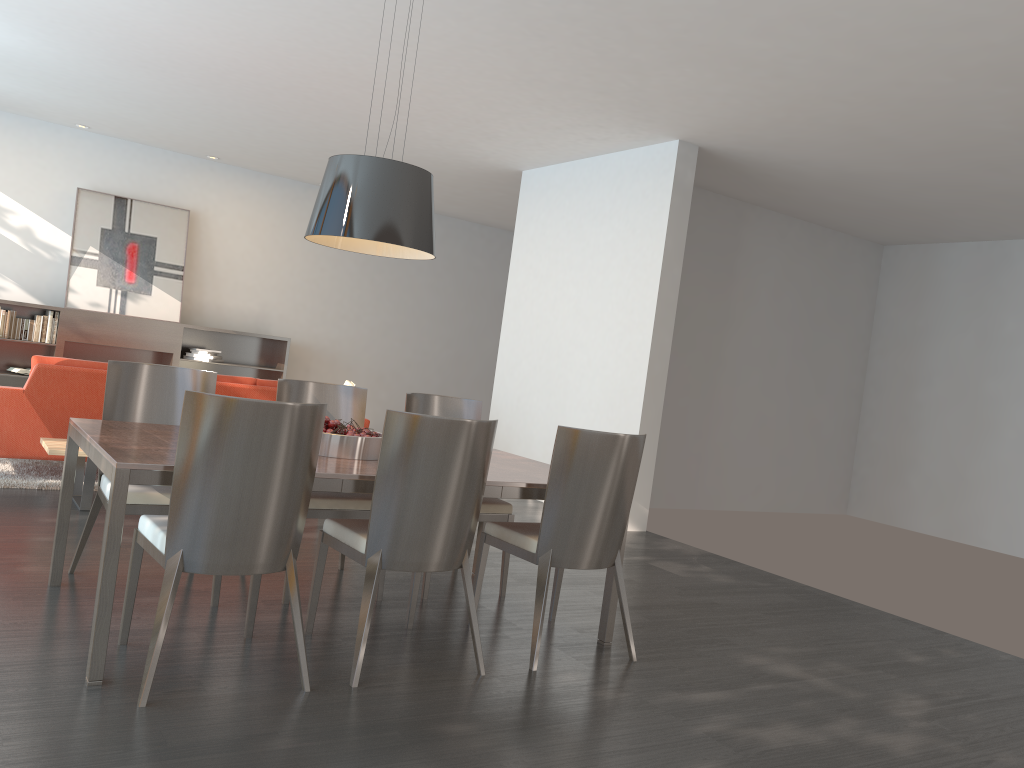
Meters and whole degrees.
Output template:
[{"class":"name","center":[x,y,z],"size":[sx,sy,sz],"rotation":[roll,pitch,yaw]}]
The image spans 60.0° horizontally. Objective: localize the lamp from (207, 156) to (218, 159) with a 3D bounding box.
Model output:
[{"class":"lamp","center":[-3.512,-2.656,10.402],"size":[0.129,0.010,0.129],"rotation":[8,1,12]}]

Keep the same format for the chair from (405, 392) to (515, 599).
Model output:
[{"class":"chair","center":[-0.334,0.564,4.687],"size":[0.548,0.967,0.615],"rotation":[7,1,-33]}]

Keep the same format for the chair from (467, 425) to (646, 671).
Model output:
[{"class":"chair","center":[0.226,0.655,3.864],"size":[0.548,0.967,0.615],"rotation":[7,1,-33]}]

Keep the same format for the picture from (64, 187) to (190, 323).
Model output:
[{"class":"picture","center":[-4.311,-1.430,10.000],"size":[1.208,1.338,0.269],"rotation":[7,1,-33]}]

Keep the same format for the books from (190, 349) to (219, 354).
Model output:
[{"class":"books","center":[-3.572,-0.373,10.311],"size":[0.210,0.020,0.300],"rotation":[8,1,7]}]

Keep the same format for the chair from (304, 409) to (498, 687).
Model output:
[{"class":"chair","center":[-0.408,0.577,3.444],"size":[0.548,0.967,0.615],"rotation":[7,1,-33]}]

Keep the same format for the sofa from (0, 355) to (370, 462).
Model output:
[{"class":"sofa","center":[-2.445,0.302,6.480],"size":[2.596,0.852,1.038],"rotation":[7,1,-33]}]

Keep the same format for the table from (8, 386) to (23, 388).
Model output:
[{"class":"table","center":[-3.324,0.359,7.666],"size":[1.998,0.464,0.948],"rotation":[7,1,-32]}]

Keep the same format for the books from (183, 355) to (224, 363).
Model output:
[{"class":"books","center":[-3.583,-0.287,10.311],"size":[0.314,0.038,0.398],"rotation":[8,1,6]}]

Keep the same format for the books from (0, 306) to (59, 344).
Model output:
[{"class":"books","center":[-5.099,-0.631,9.272],"size":[0.591,0.339,0.324],"rotation":[7,1,-33]}]

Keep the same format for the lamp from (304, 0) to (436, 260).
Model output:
[{"class":"lamp","center":[-0.503,-1.368,3.818],"size":[0.567,1.580,0.567],"rotation":[8,1,-4]}]

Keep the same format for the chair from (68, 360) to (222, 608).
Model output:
[{"class":"chair","center":[-1.548,0.415,3.883],"size":[0.548,0.967,0.615],"rotation":[7,1,-33]}]

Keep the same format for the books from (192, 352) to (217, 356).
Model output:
[{"class":"books","center":[-3.574,-0.353,10.311],"size":[0.210,0.020,0.300],"rotation":[8,1,-4]}]

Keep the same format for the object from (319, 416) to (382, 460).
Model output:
[{"class":"object","center":[-0.744,0.216,3.822],"size":[0.427,0.154,0.427],"rotation":[8,1,11]}]

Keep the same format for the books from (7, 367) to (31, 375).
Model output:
[{"class":"books","center":[-5.099,-0.126,9.345],"size":[0.234,0.064,0.335],"rotation":[8,1,37]}]

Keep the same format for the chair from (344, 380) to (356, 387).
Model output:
[{"class":"chair","center":[-1.854,0.350,8.388],"size":[0.707,0.817,0.700],"rotation":[8,1,-13]}]

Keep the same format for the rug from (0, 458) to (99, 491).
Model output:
[{"class":"rug","center":[-3.068,0.624,7.417],"size":[3.770,0.043,2.986],"rotation":[7,1,-33]}]

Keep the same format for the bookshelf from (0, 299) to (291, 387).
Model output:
[{"class":"bookshelf","center":[-4.288,-0.169,9.960],"size":[3.385,1.163,0.570],"rotation":[7,1,-33]}]

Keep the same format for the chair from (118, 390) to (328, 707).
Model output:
[{"class":"chair","center":[-0.987,0.506,3.061],"size":[0.548,0.967,0.615],"rotation":[7,1,-33]}]

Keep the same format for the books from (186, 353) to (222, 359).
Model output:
[{"class":"books","center":[-3.578,-0.325,10.311],"size":[0.314,0.038,0.398],"rotation":[8,1,-4]}]

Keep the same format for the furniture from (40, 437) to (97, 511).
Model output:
[{"class":"furniture","center":[-1.964,0.630,5.810],"size":[2.004,0.357,0.493],"rotation":[7,1,-33]}]

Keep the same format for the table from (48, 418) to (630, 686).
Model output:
[{"class":"table","center":[-0.718,0.683,3.866],"size":[2.150,0.764,1.172],"rotation":[7,1,-33]}]

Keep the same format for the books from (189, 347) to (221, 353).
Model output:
[{"class":"books","center":[-3.569,-0.393,10.310],"size":[0.300,0.020,0.210],"rotation":[7,1,-43]}]

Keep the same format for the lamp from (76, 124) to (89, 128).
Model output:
[{"class":"lamp","center":[-4.671,-2.799,9.634],"size":[0.129,0.010,0.129],"rotation":[8,1,12]}]

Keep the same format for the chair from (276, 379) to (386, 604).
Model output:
[{"class":"chair","center":[-0.913,0.493,4.303],"size":[0.548,0.967,0.615],"rotation":[7,1,-33]}]
